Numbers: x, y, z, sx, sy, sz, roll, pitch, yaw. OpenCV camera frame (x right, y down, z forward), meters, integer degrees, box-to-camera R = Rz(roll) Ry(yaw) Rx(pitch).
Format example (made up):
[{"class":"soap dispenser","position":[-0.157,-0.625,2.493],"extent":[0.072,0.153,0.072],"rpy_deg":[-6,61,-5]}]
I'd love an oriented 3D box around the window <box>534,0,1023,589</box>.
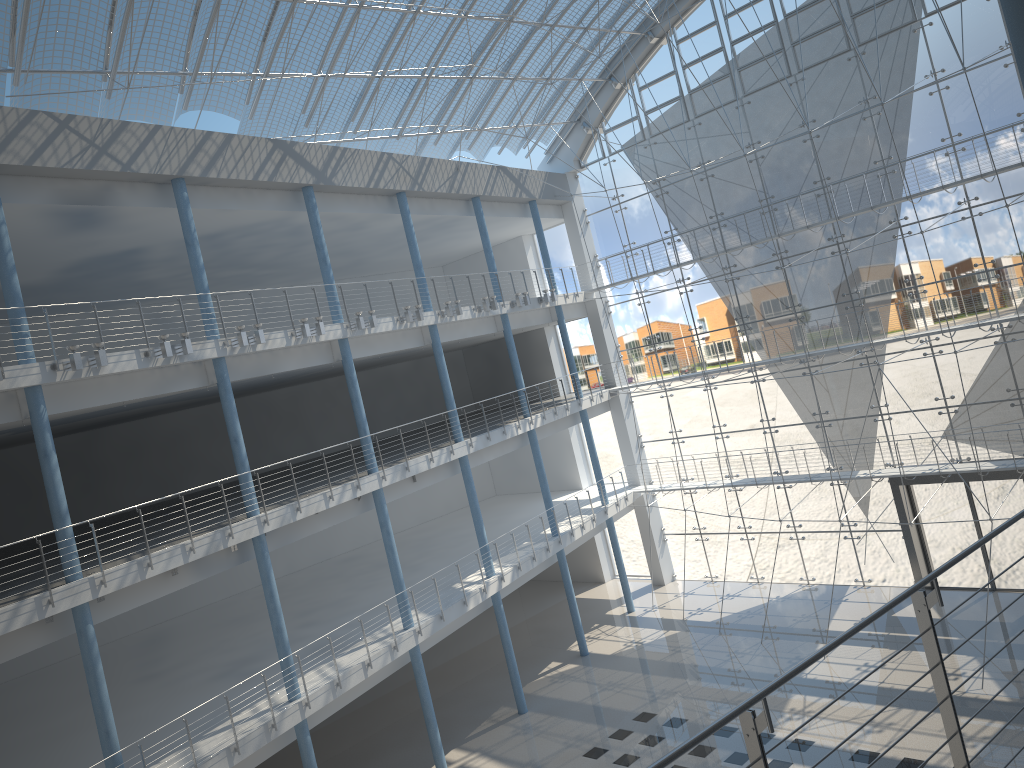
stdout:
[{"class":"window","position":[1.517,-0.541,3.532],"extent":[0.010,2.779,3.815],"rpy_deg":[-11,-1,-43]}]
